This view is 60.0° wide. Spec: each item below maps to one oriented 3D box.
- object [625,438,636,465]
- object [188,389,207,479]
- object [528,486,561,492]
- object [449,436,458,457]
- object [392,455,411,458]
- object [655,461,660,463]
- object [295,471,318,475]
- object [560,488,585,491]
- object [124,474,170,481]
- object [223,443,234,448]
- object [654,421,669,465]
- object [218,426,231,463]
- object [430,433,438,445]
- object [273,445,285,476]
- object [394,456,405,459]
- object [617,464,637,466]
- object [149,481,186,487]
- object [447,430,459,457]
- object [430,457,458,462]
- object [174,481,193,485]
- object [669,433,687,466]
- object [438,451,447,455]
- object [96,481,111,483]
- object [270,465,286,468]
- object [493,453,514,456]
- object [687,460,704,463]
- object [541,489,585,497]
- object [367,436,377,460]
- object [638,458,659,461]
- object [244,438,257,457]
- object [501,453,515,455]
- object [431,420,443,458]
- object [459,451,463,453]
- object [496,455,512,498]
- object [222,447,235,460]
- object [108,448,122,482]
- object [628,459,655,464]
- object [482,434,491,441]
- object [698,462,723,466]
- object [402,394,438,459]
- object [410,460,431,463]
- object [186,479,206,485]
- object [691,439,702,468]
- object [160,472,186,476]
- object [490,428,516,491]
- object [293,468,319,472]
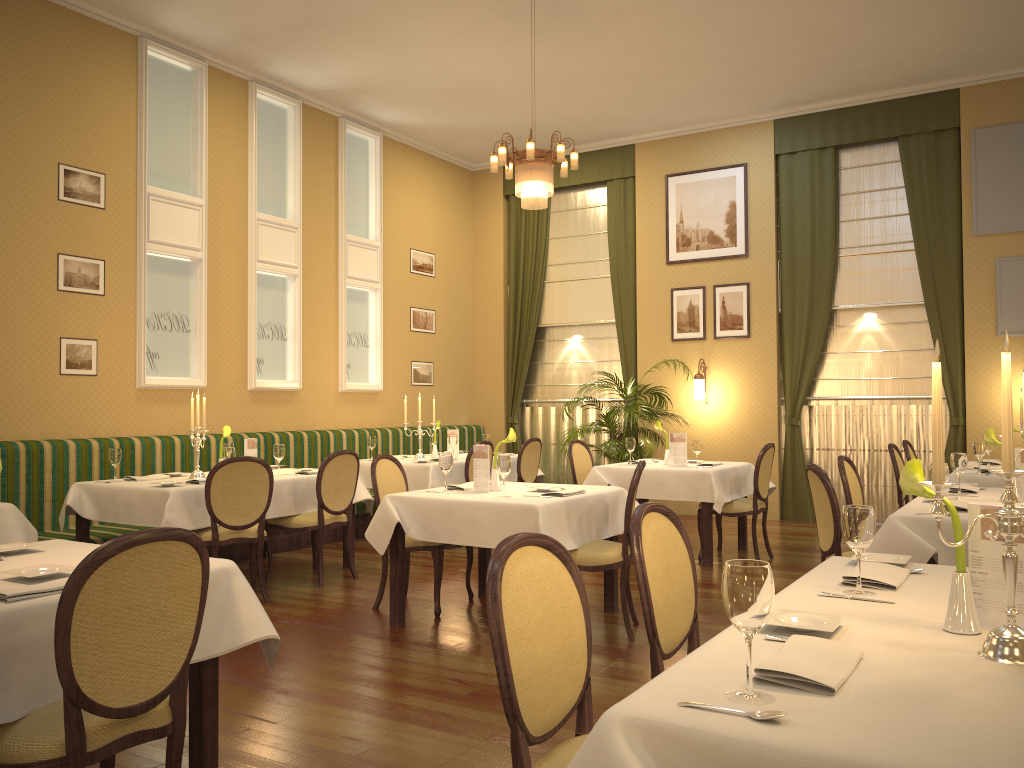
[{"bbox_3d":[1.010,0.575,7.564,0.088,0.229,0.088,0,-2,-11],"label":"object"},{"bbox_3d":[-2.247,0.352,6.341,0.131,0.655,0.390,1,-2,-44],"label":"object"},{"bbox_3d":[0.185,0.621,5.220,0.160,0.024,0.160,-1,-2,31],"label":"object"},{"bbox_3d":[-0.561,0.607,8.454,0.088,0.229,0.088,0,-2,-11],"label":"object"},{"bbox_3d":[-1.086,0.724,8.863,0.160,0.024,0.160,-1,-2,31],"label":"object"},{"bbox_3d":[1.227,0.689,7.865,0.181,0.015,0.038,-1,-2,33],"label":"object"},{"bbox_3d":[-1.504,0.672,6.756,0.142,0.024,0.273,-1,-2,31],"label":"object"},{"bbox_3d":[0.359,0.625,5.246,0.181,0.015,0.038,-1,-2,33],"label":"object"},{"bbox_3d":[-2.572,0.661,6.254,0.142,0.033,0.273,-1,-2,31],"label":"object"},{"bbox_3d":[-2.216,0.577,6.935,0.088,0.229,0.088,0,-2,-17],"label":"object"},{"bbox_3d":[1.300,0.501,7.609,0.076,0.375,0.163,1,-2,-37],"label":"object"},{"bbox_3d":[-2.120,0.492,6.513,0.076,0.375,0.163,1,-2,-37],"label":"object"},{"bbox_3d":[-0.814,0.629,9.241,0.088,0.229,0.088,0,-2,-11],"label":"object"},{"bbox_3d":[-1.724,0.564,6.560,0.088,0.229,0.088,0,-2,-11],"label":"object"},{"bbox_3d":[-1.169,0.714,8.560,0.142,0.033,0.273,-1,-2,31],"label":"object"},{"bbox_3d":[0.974,0.682,7.486,0.185,0.010,0.017,-1,-2,33],"label":"object"},{"bbox_3d":[-2.212,0.647,5.701,0.160,0.024,0.160,-1,-2,31],"label":"object"},{"bbox_3d":[-0.616,0.597,8.882,0.081,0.277,0.166,1,-2,-42],"label":"object"},{"bbox_3d":[-0.639,0.704,8.278,0.142,0.033,0.273,-1,-2,31],"label":"object"},{"bbox_3d":[-2.173,0.655,5.859,0.181,0.015,0.038,-1,-2,33],"label":"object"},{"bbox_3d":[1.366,0.546,7.397,0.166,0.277,0.081,-1,-2,38],"label":"object"},{"bbox_3d":[-0.697,0.734,9.408,0.142,0.033,0.273,-1,-2,31],"label":"object"},{"bbox_3d":[-2.780,0.663,6.025,0.181,0.015,0.038,-1,-2,33],"label":"object"},{"bbox_3d":[-1.986,0.689,7.348,0.160,0.024,0.160,-1,-2,31],"label":"object"},{"bbox_3d":[-0.102,0.725,9.062,0.142,0.024,0.273,-1,-2,31],"label":"object"},{"bbox_3d":[1.584,0.680,7.752,0.160,0.024,0.160,-1,-2,31],"label":"object"},{"bbox_3d":[0.292,0.617,5.032,0.142,0.024,0.273,-1,-2,31],"label":"object"},{"bbox_3d":[-1.328,0.610,8.406,0.088,0.229,0.088,0,-2,-11],"label":"object"},{"bbox_3d":[1.241,0.688,7.977,0.160,0.024,0.160,-1,-2,31],"label":"object"},{"bbox_3d":[-1.954,0.546,6.657,0.081,0.277,0.166,0,-2,-7],"label":"object"},{"bbox_3d":[-0.035,0.733,9.276,0.181,0.015,0.038,-1,-2,33],"label":"object"},{"bbox_3d":[-0.756,0.547,8.884,0.076,0.375,0.163,-1,-2,18],"label":"object"},{"bbox_3d":[-0.583,0.742,9.654,0.160,0.024,0.160,-1,-2,31],"label":"object"},{"bbox_3d":[-0.045,0.511,4.910,0.088,0.229,0.088,0,-2,-17],"label":"object"},{"bbox_3d":[-1.963,0.554,6.148,0.088,0.229,0.088,0,-2,-11],"label":"object"},{"bbox_3d":[-2.730,0.557,6.100,0.088,0.229,0.088,0,-2,-11],"label":"object"},{"bbox_3d":[1.127,0.679,7.731,0.142,0.033,0.273,-1,-2,31],"label":"object"},{"bbox_3d":[-0.257,0.615,8.821,0.088,0.229,0.088,0,-2,-11],"label":"object"},{"bbox_3d":[1.661,0.672,7.437,0.142,0.024,0.273,-1,-2,31],"label":"object"},{"bbox_3d":[-0.893,0.403,8.583,0.390,0.655,0.131,-1,-2,37],"label":"object"},{"bbox_3d":[-0.810,0.700,8.007,0.160,0.024,0.160,-1,-2,31],"label":"object"},{"bbox_3d":[-2.042,0.651,5.972,0.142,0.033,0.273,-1,-2,31],"label":"object"},{"bbox_3d":[1.486,0.561,7.123,0.088,0.229,0.088,0,-2,-11],"label":"object"},{"bbox_3d":[-2.488,0.671,6.557,0.160,0.024,0.160,-1,-2,31],"label":"object"},{"bbox_3d":[-0.058,0.448,5.282,0.163,0.375,0.076,-1,-2,8],"label":"object"},{"bbox_3d":[-1.611,0.677,6.944,0.160,0.024,0.160,-1,-2,31],"label":"object"}]
